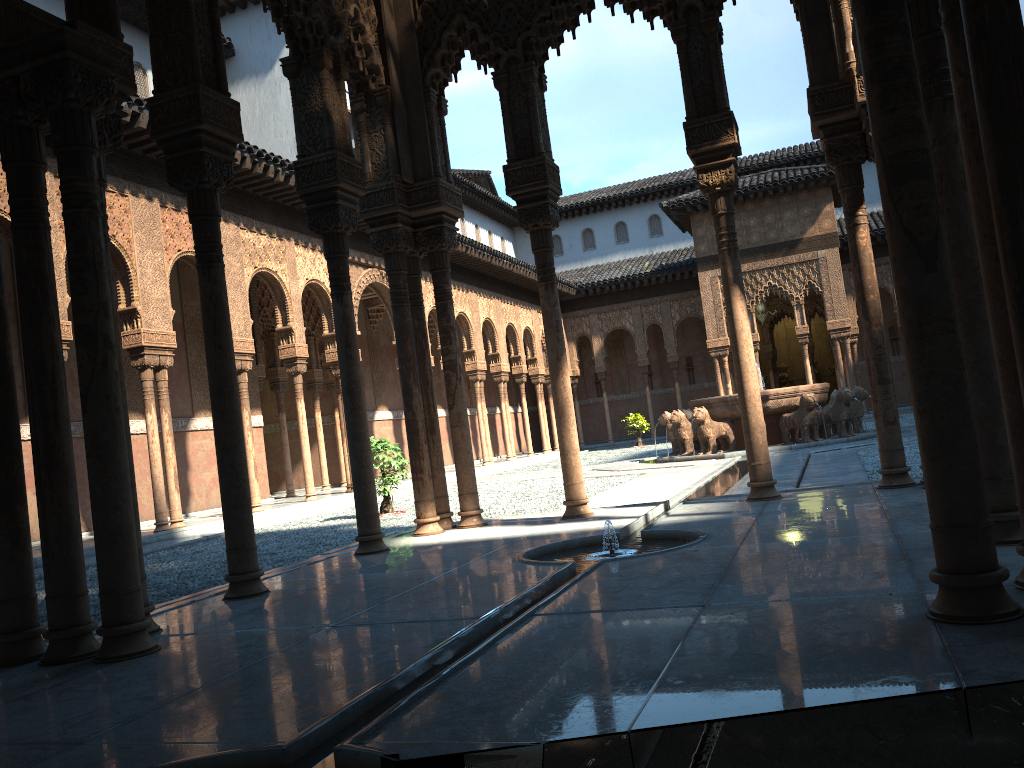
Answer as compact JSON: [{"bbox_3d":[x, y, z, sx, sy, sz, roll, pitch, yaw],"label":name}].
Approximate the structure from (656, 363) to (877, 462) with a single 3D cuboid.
[{"bbox_3d":[5.329,0.513,19.053,4.508,1.991,4.508,-9,-4,20],"label":"structure"}]
